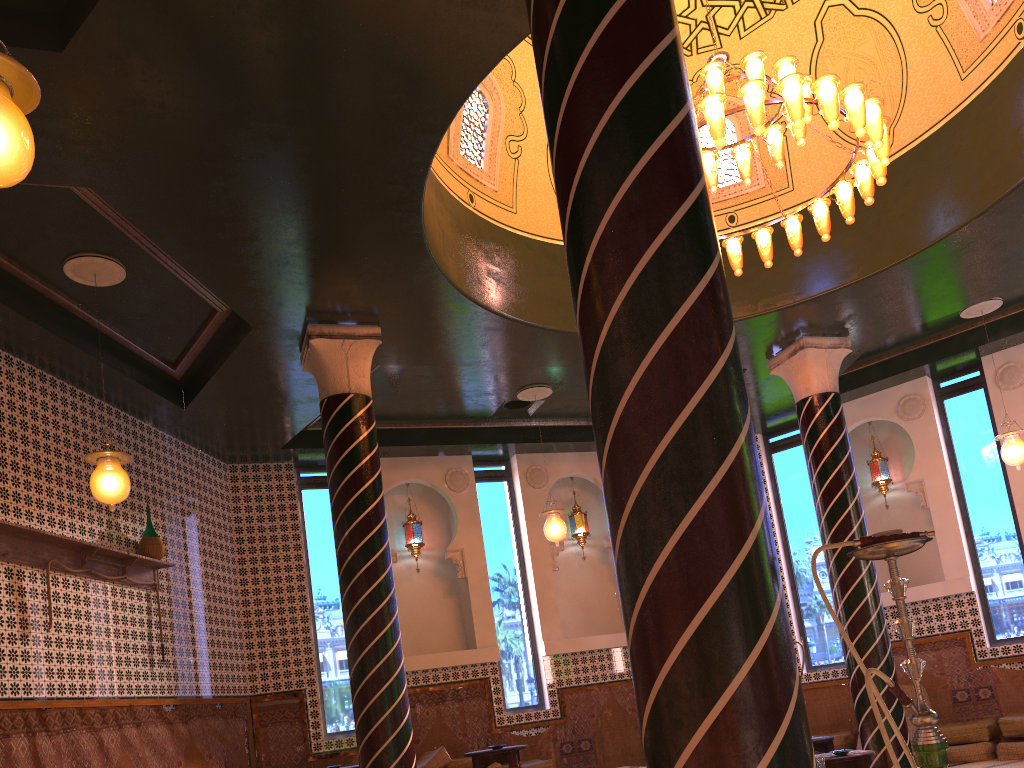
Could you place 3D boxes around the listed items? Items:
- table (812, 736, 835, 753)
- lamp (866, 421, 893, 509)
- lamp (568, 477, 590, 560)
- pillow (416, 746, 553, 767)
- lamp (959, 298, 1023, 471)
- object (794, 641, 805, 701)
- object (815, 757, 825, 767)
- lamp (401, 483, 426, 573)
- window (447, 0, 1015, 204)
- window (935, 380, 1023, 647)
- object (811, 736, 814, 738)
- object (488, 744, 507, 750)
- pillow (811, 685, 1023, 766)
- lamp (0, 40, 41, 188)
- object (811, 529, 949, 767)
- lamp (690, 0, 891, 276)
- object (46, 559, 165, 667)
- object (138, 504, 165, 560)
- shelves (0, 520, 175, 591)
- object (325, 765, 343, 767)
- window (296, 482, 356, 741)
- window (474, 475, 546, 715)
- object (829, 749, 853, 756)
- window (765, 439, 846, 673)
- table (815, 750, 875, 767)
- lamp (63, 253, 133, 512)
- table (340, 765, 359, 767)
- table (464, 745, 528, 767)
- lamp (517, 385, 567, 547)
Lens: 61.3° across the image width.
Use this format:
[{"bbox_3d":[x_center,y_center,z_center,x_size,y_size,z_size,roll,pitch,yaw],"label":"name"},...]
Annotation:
[{"bbox_3d":[4.220,5.394,12.343,0.865,0.566,0.858,-19,-20,31],"label":"table"},{"bbox_3d":[6.017,1.316,14.187,0.335,1.509,0.362,-16,-12,41],"label":"lamp"},{"bbox_3d":[1.151,2.332,15.065,0.364,1.509,0.333,-10,-9,12],"label":"lamp"},{"bbox_3d":[-0.743,4.201,8.159,9.997,1.219,10.521,0,-22,-19],"label":"pillow"},{"bbox_3d":[6.504,0.045,11.525,0.517,2.237,0.541,-2,-11,-32],"label":"lamp"},{"bbox_3d":[2.511,2.963,7.843,0.462,1.209,0.313,-7,-9,-5],"label":"object"},{"bbox_3d":[2.799,3.476,7.834,0.092,0.157,0.096,3,-16,-43],"label":"object"},{"bbox_3d":[-1.613,2.320,14.022,0.327,1.509,0.371,-10,-10,12],"label":"lamp"},{"bbox_3d":[1.810,-3.671,8.126,5.810,1.119,5.747,-13,-21,14],"label":"window"},{"bbox_3d":[7.238,1.950,13.073,0.798,3.859,0.091,-16,-11,39],"label":"window"},{"bbox_3d":[4.199,5.065,12.338,0.250,0.044,0.265,-6,-21,-6],"label":"object"},{"bbox_3d":[-0.190,4.674,11.104,0.250,0.044,0.265,-6,-21,-6],"label":"object"},{"bbox_3d":[6.003,5.095,12.887,5.966,1.152,1.427,-24,-22,37],"label":"pillow"},{"bbox_3d":[-2.169,-1.812,3.497,0.517,2.237,0.541,-2,-11,-32],"label":"lamp"},{"bbox_3d":[1.421,1.160,3.159,0.460,1.210,0.311,-6,-10,-13],"label":"object"},{"bbox_3d":[1.773,-3.668,7.965,2.458,4.442,2.593,-5,-12,-13],"label":"lamp"},{"bbox_3d":[-4.452,2.583,9.564,0.060,1.001,2.080,-9,-18,7],"label":"object"},{"bbox_3d":[-4.378,1.799,10.444,0.306,0.696,0.308,-12,-11,20],"label":"object"},{"bbox_3d":[-4.680,1.598,8.486,0.257,0.327,4.708,-10,-21,7],"label":"shelves"},{"bbox_3d":[-2.479,5.342,12.015,0.250,0.044,0.265,-6,-21,-6],"label":"object"},{"bbox_3d":[-2.765,3.445,13.323,0.769,3.859,0.095,-5,-9,-21],"label":"window"},{"bbox_3d":[-0.093,3.449,14.310,0.769,3.859,0.095,-5,-9,-21],"label":"window"},{"bbox_3d":[3.637,4.077,9.538,0.251,0.044,0.264,6,-25,-34],"label":"object"},{"bbox_3d":[5.092,2.939,14.874,0.798,3.859,0.091,-16,-11,39],"label":"window"},{"bbox_3d":[3.633,4.415,9.569,0.848,0.566,0.875,-12,-18,14],"label":"table"},{"bbox_3d":[-3.674,0.030,7.763,0.517,2.237,0.541,-2,-11,-32],"label":"lamp"},{"bbox_3d":[-2.404,5.702,12.126,0.837,0.566,0.886,-7,-17,-3],"label":"table"},{"bbox_3d":[-0.170,4.977,11.052,0.835,0.566,0.888,-5,-17,-9],"label":"table"},{"bbox_3d":[0.483,1.204,12.353,0.517,2.237,0.541,-2,-11,-32],"label":"lamp"}]
